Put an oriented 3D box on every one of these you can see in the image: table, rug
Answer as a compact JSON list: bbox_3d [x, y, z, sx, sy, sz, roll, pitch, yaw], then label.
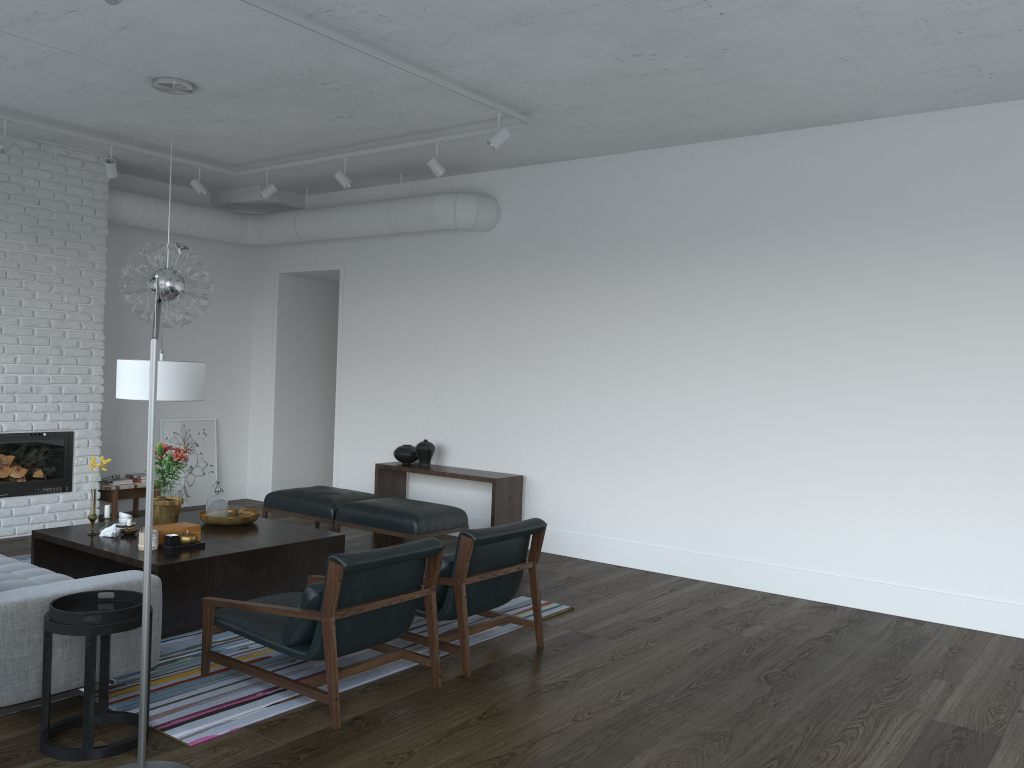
[{"bbox_3d":[-0.575,1.045,7.675,1.362,0.617,0.375,3,1,36],"label":"table"},{"bbox_3d":[-3.553,1.075,8.165,0.405,0.345,0.605,3,1,36],"label":"table"},{"bbox_3d":[-1.929,1.326,5.593,3.760,0.012,2.735,3,1,36],"label":"rug"},{"bbox_3d":[-2.005,1.122,5.538,1.362,0.394,1.306,3,1,36],"label":"table"},{"bbox_3d":[-1.593,1.101,3.410,0.379,0.536,0.379,2,1,-36],"label":"table"}]

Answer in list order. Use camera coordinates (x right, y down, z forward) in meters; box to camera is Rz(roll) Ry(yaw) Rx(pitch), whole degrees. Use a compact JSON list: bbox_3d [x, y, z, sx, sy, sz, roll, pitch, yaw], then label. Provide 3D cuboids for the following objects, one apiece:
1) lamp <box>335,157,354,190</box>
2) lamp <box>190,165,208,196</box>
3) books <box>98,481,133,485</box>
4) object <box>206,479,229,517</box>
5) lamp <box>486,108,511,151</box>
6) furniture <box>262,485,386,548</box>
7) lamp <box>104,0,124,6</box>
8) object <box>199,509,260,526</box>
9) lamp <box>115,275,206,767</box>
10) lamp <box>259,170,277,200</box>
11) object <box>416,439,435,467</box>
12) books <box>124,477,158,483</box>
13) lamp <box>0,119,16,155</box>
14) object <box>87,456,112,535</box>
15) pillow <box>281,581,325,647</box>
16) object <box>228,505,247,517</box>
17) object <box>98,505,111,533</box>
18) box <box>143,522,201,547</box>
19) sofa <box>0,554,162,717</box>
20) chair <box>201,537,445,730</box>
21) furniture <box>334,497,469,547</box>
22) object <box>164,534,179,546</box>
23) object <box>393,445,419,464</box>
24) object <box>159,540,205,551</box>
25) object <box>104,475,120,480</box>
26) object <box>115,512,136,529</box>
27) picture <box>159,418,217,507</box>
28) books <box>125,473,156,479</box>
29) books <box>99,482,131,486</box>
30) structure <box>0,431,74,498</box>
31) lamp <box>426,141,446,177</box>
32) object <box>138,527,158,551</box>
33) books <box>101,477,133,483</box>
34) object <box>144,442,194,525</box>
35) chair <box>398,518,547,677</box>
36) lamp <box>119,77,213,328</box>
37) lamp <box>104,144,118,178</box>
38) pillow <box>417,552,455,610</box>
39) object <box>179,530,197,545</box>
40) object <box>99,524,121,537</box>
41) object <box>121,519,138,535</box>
[{"bbox_3d":[-1.344,-1.699,7.101,0.154,0.285,0.094,2,1,10],"label":"lamp"},{"bbox_3d":[-2.683,-1.754,7.607,0.154,0.285,0.093,2,1,15],"label":"lamp"},{"bbox_3d":[-3.608,0.888,8.061,0.306,0.011,0.171,3,1,35],"label":"books"},{"bbox_3d":[-1.951,0.776,5.872,0.143,0.288,0.143,2,1,8],"label":"object"},{"bbox_3d":[-0.084,-1.637,5.675,0.154,0.285,0.088,2,1,-8],"label":"lamp"},{"bbox_3d":[-1.513,1.088,7.151,0.828,0.478,0.584,3,1,36],"label":"furniture"},{"bbox_3d":[-1.632,-1.668,3.576,0.154,0.285,0.095,2,1,30],"label":"lamp"},{"bbox_3d":[-1.883,0.889,5.913,0.383,0.068,0.383,2,1,-11],"label":"object"},{"bbox_3d":[-1.564,0.492,3.831,0.432,1.738,2.162,2,1,-20],"label":"lamp"},{"bbox_3d":[-2.109,-1.734,7.679,0.154,0.285,0.104,2,1,-13],"label":"lamp"},{"bbox_3d":[-0.769,0.610,7.863,0.171,0.236,0.171,3,1,41],"label":"object"},{"bbox_3d":[-3.466,0.890,8.295,0.267,0.032,0.185,3,1,34],"label":"books"},{"bbox_3d":[-3.623,-1.773,6.338,0.090,0.285,0.154,2,1,5],"label":"lamp"},{"bbox_3d":[-2.505,0.673,5.374,0.121,0.470,0.120,2,1,-38],"label":"object"},{"bbox_3d":[-0.740,0.997,4.011,0.246,0.293,0.612,3,1,36],"label":"pillow"},{"bbox_3d":[-1.860,0.875,5.972,0.085,0.089,0.195,1,1,-44],"label":"object"},{"bbox_3d":[-2.486,0.822,5.443,0.098,0.174,0.098,2,1,31],"label":"object"},{"bbox_3d":[-1.998,0.882,5.212,0.169,0.093,0.294,3,1,36],"label":"box"},{"bbox_3d":[-2.828,0.972,4.227,2.541,0.684,0.991,3,1,36],"label":"sofa"},{"bbox_3d":[-0.895,1.037,4.132,0.983,0.698,0.678,3,1,36],"label":"chair"},{"bbox_3d":[-0.829,1.120,6.645,0.827,0.476,0.583,3,1,36],"label":"furniture"},{"bbox_3d":[-1.935,0.887,5.045,0.058,0.055,0.058,3,1,36],"label":"object"},{"bbox_3d":[-0.948,0.635,8.011,0.245,0.168,0.245,2,1,28],"label":"object"},{"bbox_3d":[-1.887,0.923,5.077,0.130,0.023,0.214,3,1,36],"label":"object"},{"bbox_3d":[-3.633,0.845,8.057,0.093,0.038,0.134,2,1,3],"label":"object"},{"bbox_3d":[-2.413,0.852,5.535,0.121,0.113,0.124,2,1,-34],"label":"object"},{"bbox_3d":[-3.278,0.799,9.009,0.093,0.884,0.637,3,1,36],"label":"picture"},{"bbox_3d":[-3.471,0.862,8.299,0.238,0.025,0.173,3,1,34],"label":"books"},{"bbox_3d":[-3.616,0.898,8.070,0.273,0.011,0.172,3,1,35],"label":"books"},{"bbox_3d":[-4.304,0.669,7.231,0.675,0.578,1.168,3,1,36],"label":"structure"},{"bbox_3d":[-0.553,-1.664,6.515,0.154,0.285,0.100,2,1,-30],"label":"lamp"},{"bbox_3d":[-2.040,0.872,4.992,0.117,0.116,0.106,2,1,16],"label":"object"},{"bbox_3d":[-3.618,0.873,8.066,0.280,0.019,0.202,3,1,34],"label":"books"},{"bbox_3d":[-2.198,0.637,5.660,0.275,0.558,0.284,2,1,-2],"label":"object"},{"bbox_3d":[-0.396,1.047,4.810,0.983,0.698,0.678,3,1,36],"label":"chair"},{"bbox_3d":[-2.173,-1.130,5.630,0.552,1.546,0.552,2,1,24],"label":"lamp"},{"bbox_3d":[-3.156,-1.764,6.972,0.097,0.285,0.154,2,1,-13],"label":"lamp"},{"bbox_3d":[-0.240,1.007,4.689,0.246,0.293,0.612,3,1,36],"label":"pillow"},{"bbox_3d":[-1.867,0.878,5.103,0.103,0.077,0.103,2,1,8],"label":"object"},{"bbox_3d":[-2.407,0.879,5.315,0.124,0.078,0.069,2,1,19],"label":"object"},{"bbox_3d":[-2.329,0.866,5.396,0.102,0.098,0.102,2,1,-14],"label":"object"}]
